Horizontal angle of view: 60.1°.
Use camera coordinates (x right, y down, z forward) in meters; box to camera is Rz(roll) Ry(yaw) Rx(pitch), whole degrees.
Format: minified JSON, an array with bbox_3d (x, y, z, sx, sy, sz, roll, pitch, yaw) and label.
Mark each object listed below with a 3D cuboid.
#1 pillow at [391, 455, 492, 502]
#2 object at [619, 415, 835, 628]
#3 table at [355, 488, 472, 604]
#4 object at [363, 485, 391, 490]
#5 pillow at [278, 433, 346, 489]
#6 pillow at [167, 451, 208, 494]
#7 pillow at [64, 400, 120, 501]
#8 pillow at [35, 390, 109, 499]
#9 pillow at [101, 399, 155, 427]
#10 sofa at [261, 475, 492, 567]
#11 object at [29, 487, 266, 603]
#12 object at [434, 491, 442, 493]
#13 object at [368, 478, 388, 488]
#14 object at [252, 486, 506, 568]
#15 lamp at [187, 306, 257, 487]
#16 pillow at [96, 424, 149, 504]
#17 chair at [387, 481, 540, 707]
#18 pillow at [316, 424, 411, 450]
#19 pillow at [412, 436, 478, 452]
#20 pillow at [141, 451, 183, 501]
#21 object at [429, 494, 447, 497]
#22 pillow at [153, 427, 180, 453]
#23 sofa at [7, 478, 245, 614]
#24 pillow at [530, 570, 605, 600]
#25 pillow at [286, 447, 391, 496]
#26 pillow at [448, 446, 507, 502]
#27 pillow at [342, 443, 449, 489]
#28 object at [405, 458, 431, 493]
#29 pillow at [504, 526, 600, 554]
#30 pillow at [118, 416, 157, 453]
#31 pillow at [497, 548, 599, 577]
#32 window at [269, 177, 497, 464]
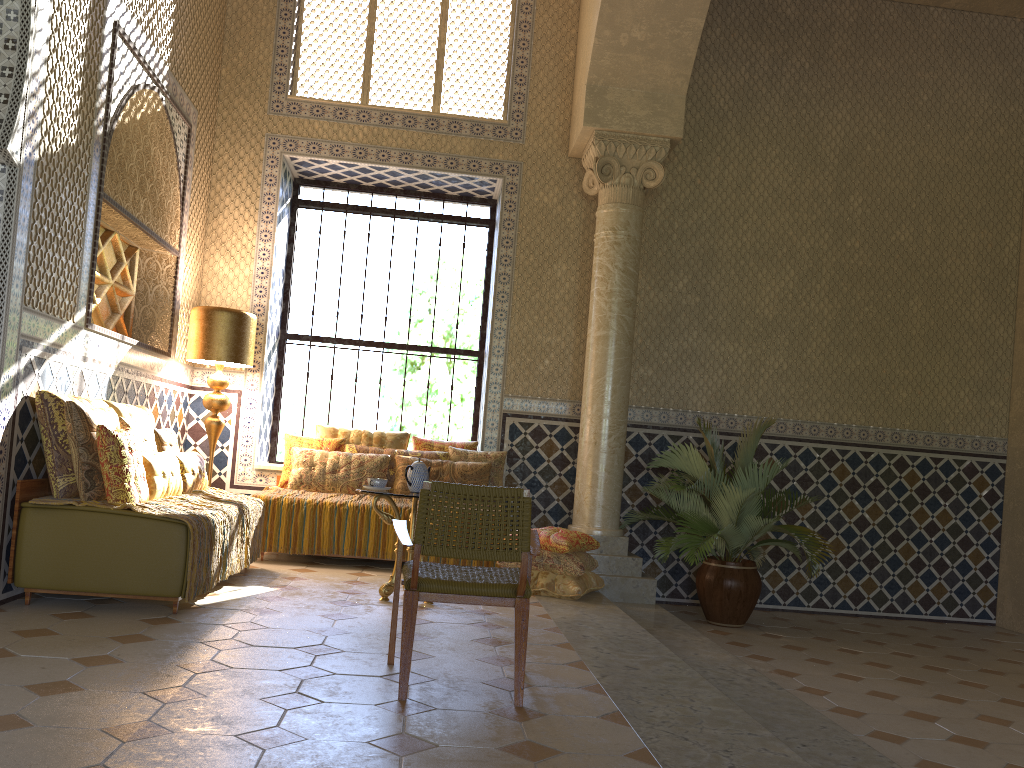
[{"bbox_3d":[-0.847,1.176,10.684,1.192,0.546,0.329,5,-2,-5],"label":"pillow"},{"bbox_3d":[2.704,1.586,10.399,2.646,2.497,2.166,6,-3,-18],"label":"object"},{"bbox_3d":[-0.923,1.487,8.110,1.099,0.979,1.105,3,-4,24],"label":"table"},{"bbox_3d":[-1.236,0.953,8.093,0.256,0.032,0.256,7,-5,-26],"label":"object"},{"bbox_3d":[-2.437,0.968,10.777,0.741,0.692,0.341,5,-2,-5],"label":"pillow"},{"bbox_3d":[-3.174,0.887,8.644,0.271,0.449,0.985,5,-4,-5],"label":"pillow"},{"bbox_3d":[-3.290,0.551,7.037,0.383,0.779,0.836,5,-3,-5],"label":"pillow"},{"bbox_3d":[-3.507,0.509,7.242,0.422,0.830,1.195,5,-4,-5],"label":"pillow"},{"bbox_3d":[-3.620,0.599,8.433,0.422,0.830,1.195,5,-4,-5],"label":"pillow"},{"bbox_3d":[-1.525,1.685,10.583,2.850,0.936,1.276,5,-4,-5],"label":"sofa"},{"bbox_3d":[-3.074,1.324,7.876,1.314,0.716,2.893,5,-5,-5],"label":"object"},{"bbox_3d":[-0.643,0.944,7.865,0.183,0.100,0.184,5,-4,-9],"label":"object"},{"bbox_3d":[-1.232,0.915,8.093,0.184,0.100,0.183,6,-4,-24],"label":"object"},{"bbox_3d":[-1.558,1.668,10.517,2.887,0.716,1.317,5,-4,-5],"label":"object"},{"bbox_3d":[-3.474,0.544,10.320,0.739,2.809,0.736,6,-2,-36],"label":"lamp"},{"bbox_3d":[-3.024,0.658,6.916,0.345,0.650,0.686,5,-3,-6],"label":"pillow"},{"bbox_3d":[-0.288,1.192,5.339,0.951,1.207,0.908,5,-3,-5],"label":"chair"},{"bbox_3d":[-1.895,0.959,11.049,1.193,0.831,0.423,5,-2,-5],"label":"pillow"},{"bbox_3d":[-0.875,1.084,11.202,0.856,0.799,0.394,5,-2,-5],"label":"pillow"},{"bbox_3d":[-3.085,0.817,7.712,0.271,0.449,0.985,5,-4,-5],"label":"pillow"},{"bbox_3d":[-0.647,0.982,7.864,0.256,0.032,0.256,5,-5,-9],"label":"object"},{"bbox_3d":[-3.365,0.739,8.581,0.313,0.636,0.683,5,-3,-5],"label":"pillow"},{"bbox_3d":[-3.137,1.328,7.883,1.274,0.935,2.857,5,-4,-5],"label":"sofa"},{"bbox_3d":[0.399,2.089,9.430,0.990,0.367,1.047,3,-5,20],"label":"pillow"},{"bbox_3d":[-2.063,1.068,10.571,1.192,0.546,0.329,5,-2,-5],"label":"pillow"},{"bbox_3d":[-0.445,1.146,10.963,0.741,0.692,0.341,5,-2,-5],"label":"pillow"},{"bbox_3d":[-1.437,1.086,10.850,1.342,0.614,0.371,5,-2,-5],"label":"pillow"},{"bbox_3d":[-0.870,0.843,8.169,0.273,0.323,0.199,5,-3,-16],"label":"object"},{"bbox_3d":[0.432,1.680,9.423,0.803,0.310,0.751,2,-5,29],"label":"pillow"},{"bbox_3d":[-3.286,0.649,7.783,0.341,0.692,0.742,5,-3,-5],"label":"pillow"},{"bbox_3d":[0.398,1.886,9.424,0.930,0.347,0.883,3,-4,15],"label":"pillow"},{"bbox_3d":[-4.537,-1.002,11.706,8.490,3.984,0.574,5,-2,-9],"label":"window"}]
